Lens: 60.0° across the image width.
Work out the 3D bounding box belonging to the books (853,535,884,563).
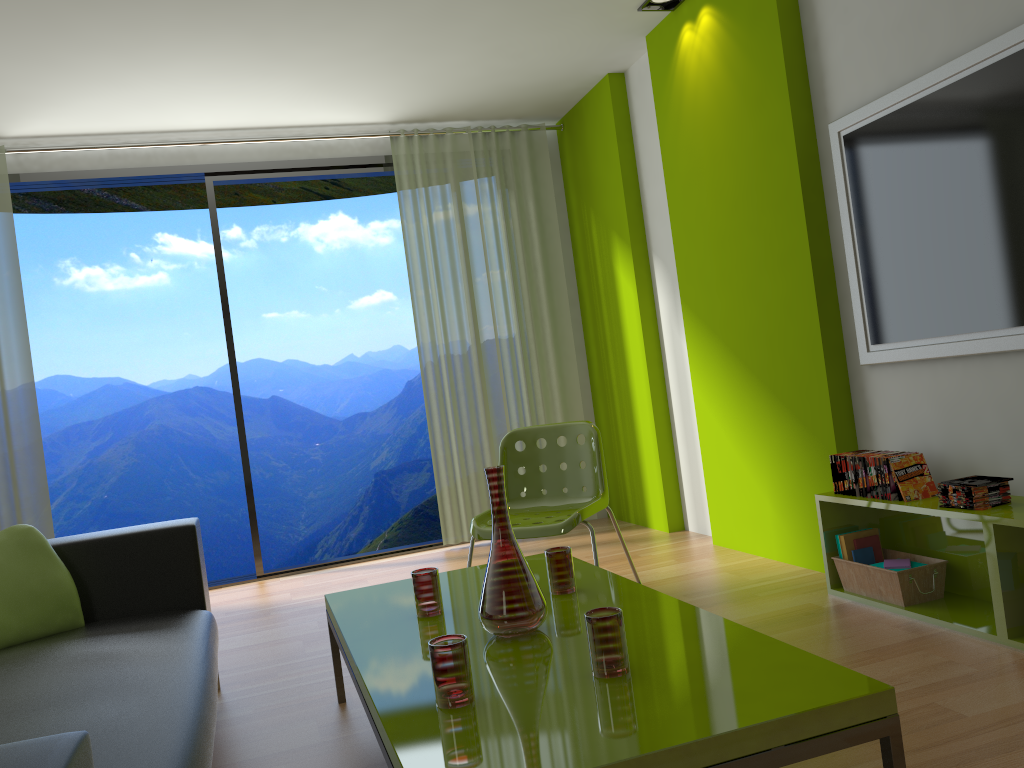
[{"bbox_3d":[1.328,0.658,3.281,0.105,0.182,0.031,-7,0,-17],"label":"books"}]

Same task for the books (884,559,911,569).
[{"bbox_3d":[1.359,0.634,3.127,0.087,0.008,0.110,-8,0,23],"label":"books"}]

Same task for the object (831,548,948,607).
[{"bbox_3d":[1.351,0.689,3.172,0.213,0.129,0.367,-7,0,-17],"label":"object"}]

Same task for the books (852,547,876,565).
[{"bbox_3d":[1.300,0.679,3.258,0.086,0.148,0.025,-7,0,-17],"label":"books"}]

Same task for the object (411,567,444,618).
[{"bbox_3d":[-0.231,0.570,2.421,0.076,0.122,0.075,-8,0,18],"label":"object"}]

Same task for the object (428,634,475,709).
[{"bbox_3d":[-0.115,0.550,1.696,0.076,0.122,0.075,-8,0,18],"label":"object"}]

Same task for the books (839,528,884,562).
[{"bbox_3d":[1.310,0.650,3.300,0.158,0.202,0.051,-7,0,-17],"label":"books"}]

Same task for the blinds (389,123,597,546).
[{"bbox_3d":[-0.110,-0.344,5.582,1.012,2.568,0.067,-7,0,-17],"label":"blinds"}]

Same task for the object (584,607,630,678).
[{"bbox_3d":[0.188,0.510,1.749,0.075,0.122,0.076,-8,0,39],"label":"object"}]

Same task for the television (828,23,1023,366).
[{"bbox_3d":[1.508,-0.571,2.680,0.028,0.941,1.537,-7,0,-17],"label":"television"}]

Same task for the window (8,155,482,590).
[{"bbox_3d":[-1.465,-0.083,5.400,3.336,2.498,0.219,-7,0,-17],"label":"window"}]

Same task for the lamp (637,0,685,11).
[{"bbox_3d":[0.729,-1.853,4.070,0.192,0.131,0.352,-7,0,-17],"label":"lamp"}]

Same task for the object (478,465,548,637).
[{"bbox_3d":[-0.017,0.398,2.126,0.168,0.400,0.168,-7,0,-31],"label":"object"}]

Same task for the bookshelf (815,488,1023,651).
[{"bbox_3d":[1.551,0.552,2.625,0.306,0.378,1.630,-7,0,-17],"label":"bookshelf"}]

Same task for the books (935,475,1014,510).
[{"bbox_3d":[1.438,0.339,2.765,0.164,0.078,0.172,-7,0,-18],"label":"books"}]

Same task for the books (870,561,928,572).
[{"bbox_3d":[1.368,0.650,3.110,0.143,0.025,0.182,-7,0,-17],"label":"books"}]

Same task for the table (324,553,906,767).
[{"bbox_3d":[0.041,0.766,2.172,0.810,0.349,1.682,-7,0,-17],"label":"table"}]

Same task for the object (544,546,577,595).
[{"bbox_3d":[0.136,0.522,2.474,0.076,0.122,0.075,-8,0,18],"label":"object"}]

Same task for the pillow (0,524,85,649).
[{"bbox_3d":[-1.539,0.621,2.634,0.269,0.362,0.399,-8,0,32],"label":"pillow"}]

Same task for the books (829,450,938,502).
[{"bbox_3d":[1.317,0.323,3.156,0.147,0.150,0.370,-7,0,-17],"label":"books"}]

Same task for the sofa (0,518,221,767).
[{"bbox_3d":[-1.173,0.780,1.827,1.061,0.639,2.583,-7,0,-17],"label":"sofa"}]

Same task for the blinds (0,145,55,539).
[{"bbox_3d":[-3.072,0.042,4.680,1.012,2.568,0.067,-7,0,-17],"label":"blinds"}]

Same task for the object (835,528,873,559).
[{"bbox_3d":[1.303,0.652,3.323,0.158,0.200,0.040,-7,0,-17],"label":"object"}]

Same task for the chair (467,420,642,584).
[{"bbox_3d":[0.125,0.556,3.547,0.640,0.759,0.546,-8,0,22],"label":"chair"}]
